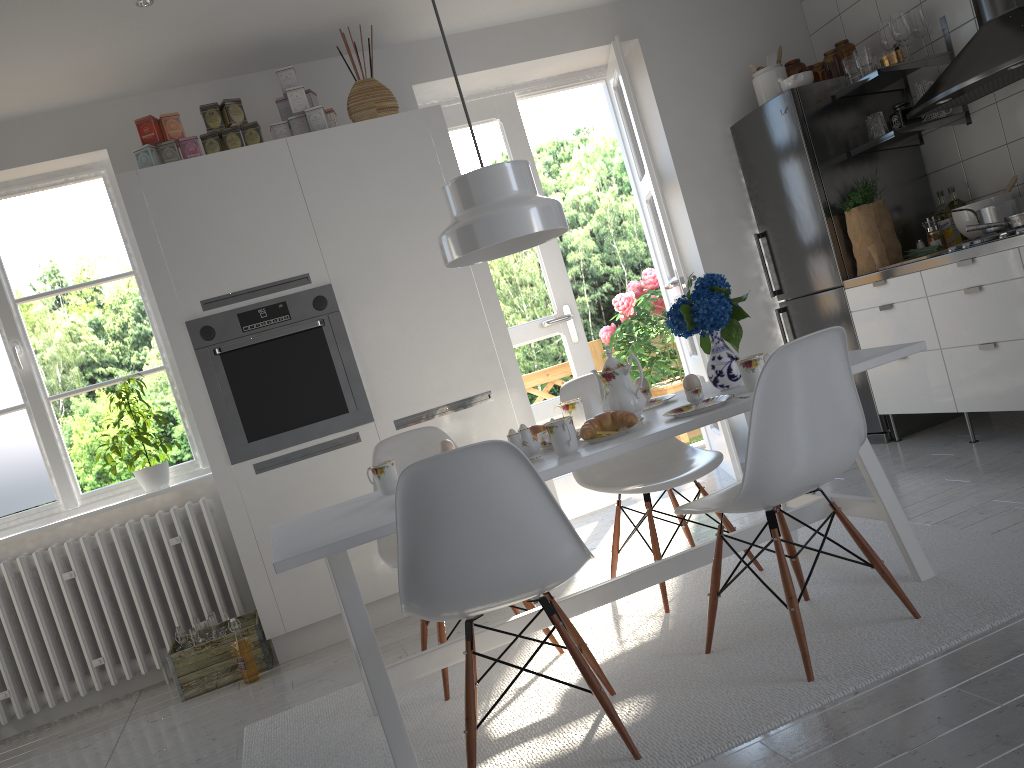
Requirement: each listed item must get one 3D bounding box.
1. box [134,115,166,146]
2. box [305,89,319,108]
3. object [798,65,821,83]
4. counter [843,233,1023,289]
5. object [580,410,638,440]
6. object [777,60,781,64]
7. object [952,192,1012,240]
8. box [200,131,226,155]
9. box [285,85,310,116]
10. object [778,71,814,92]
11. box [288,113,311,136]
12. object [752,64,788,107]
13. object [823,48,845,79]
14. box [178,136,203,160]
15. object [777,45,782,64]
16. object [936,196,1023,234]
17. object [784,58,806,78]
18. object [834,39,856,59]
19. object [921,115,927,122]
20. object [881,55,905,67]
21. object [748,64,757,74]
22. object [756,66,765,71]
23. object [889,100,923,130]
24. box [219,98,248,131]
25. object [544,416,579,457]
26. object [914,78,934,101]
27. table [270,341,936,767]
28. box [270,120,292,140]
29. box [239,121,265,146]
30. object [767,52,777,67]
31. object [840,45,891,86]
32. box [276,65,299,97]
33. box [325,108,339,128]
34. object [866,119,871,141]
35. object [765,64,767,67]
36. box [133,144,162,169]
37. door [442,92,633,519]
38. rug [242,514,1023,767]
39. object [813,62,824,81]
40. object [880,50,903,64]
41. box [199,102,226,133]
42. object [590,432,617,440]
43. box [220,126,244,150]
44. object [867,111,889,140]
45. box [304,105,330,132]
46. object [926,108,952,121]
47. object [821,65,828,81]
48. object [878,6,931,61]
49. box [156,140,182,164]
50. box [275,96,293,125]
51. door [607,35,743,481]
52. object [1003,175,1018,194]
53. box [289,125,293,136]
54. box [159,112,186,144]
[{"bbox_3d":[-1.490,-1.037,3.655,0.081,0.111,0.081,-17,3,4],"label":"box"},{"bbox_3d":[-0.894,-1.223,3.897,0.081,0.111,0.080,-16,3,9],"label":"box"},{"bbox_3d":[1.569,-1.587,4.668,0.113,0.154,0.112,-16,3,13],"label":"object"},{"bbox_3d":[2.361,-0.659,2.870,0.648,0.045,3.243,-17,2,-16],"label":"counter"},{"bbox_3d":[0.260,0.108,2.434,0.161,0.058,0.124,-17,2,-1],"label":"object"},{"bbox_3d":[1.418,-1.596,4.676,0.051,0.247,0.114,-14,5,39],"label":"object"},{"bbox_3d":[2.165,-0.751,4.055,0.248,0.175,0.245,-16,3,25],"label":"object"},{"bbox_3d":[-1.252,-0.995,3.732,0.081,0.111,0.081,-17,3,-1],"label":"box"},{"bbox_3d":[-0.920,-1.213,3.813,0.081,0.111,0.081,-17,3,-11],"label":"box"},{"bbox_3d":[1.443,-1.520,4.461,0.172,0.110,0.159,-18,3,-21],"label":"object"},{"bbox_3d":[-0.911,-1.101,3.840,0.081,0.111,0.081,-17,3,-1],"label":"box"},{"bbox_3d":[1.380,-1.560,4.692,0.173,0.208,0.174,-18,3,-20],"label":"object"},{"bbox_3d":[1.622,-1.597,4.456,0.093,0.154,0.093,-16,3,7],"label":"object"},{"bbox_3d":[-1.341,-0.967,3.710,0.080,0.111,0.081,-18,3,-21],"label":"box"},{"bbox_3d":[1.411,-1.617,4.666,0.056,0.296,0.131,-19,4,-36],"label":"object"},{"bbox_3d":[2.057,-0.731,3.859,0.349,0.154,0.199,-16,3,24],"label":"object"},{"bbox_3d":[1.546,-1.626,4.792,0.118,0.237,0.117,-16,3,10],"label":"object"},{"bbox_3d":[1.702,-1.644,4.511,0.097,0.195,0.097,-18,4,-16],"label":"object"},{"bbox_3d":[1.987,-1.294,4.272,0.082,0.100,0.109,-18,3,-26],"label":"object"},{"bbox_3d":[1.773,-1.489,4.121,0.100,0.036,0.099,-17,2,4],"label":"object"},{"bbox_3d":[1.334,-1.579,4.720,0.148,0.263,0.054,-20,5,-40],"label":"object"},{"bbox_3d":[1.359,-1.582,4.720,0.061,0.252,0.117,-16,4,14],"label":"object"},{"bbox_3d":[1.838,-1.258,4.151,0.100,0.123,0.100,-17,3,-6],"label":"object"},{"bbox_3d":[-1.174,-1.133,3.732,0.080,0.111,0.081,-19,4,-35],"label":"box"},{"bbox_3d":[0.132,0.140,2.310,0.078,0.095,0.090,-16,3,21],"label":"object"},{"bbox_3d":[1.969,-1.392,4.217,0.083,0.100,0.108,-16,3,19],"label":"object"},{"bbox_3d":[0.291,0.477,2.627,1.820,0.662,0.815,-17,3,-15],"label":"table"},{"bbox_3d":[-0.999,-1.075,3.856,0.080,0.111,0.081,-18,3,-16],"label":"box"},{"bbox_3d":[-1.097,-1.043,3.761,0.081,0.111,0.081,-17,3,-6],"label":"box"},{"bbox_3d":[1.376,-1.606,4.693,0.140,0.290,0.065,-20,5,-42],"label":"object"},{"bbox_3d":[1.700,-1.524,4.248,0.227,0.135,0.190,-18,3,-25],"label":"object"},{"bbox_3d":[-0.972,-1.313,3.859,0.081,0.111,0.081,-17,3,-6],"label":"box"},{"bbox_3d":[-0.800,-1.136,3.884,0.081,0.111,0.081,-17,3,-1],"label":"box"},{"bbox_3d":[1.773,-1.242,4.321,0.086,0.120,0.086,-17,3,-5],"label":"object"},{"bbox_3d":[1.406,-1.594,4.708,0.033,0.250,0.118,-18,4,-16],"label":"object"},{"bbox_3d":[-1.495,-0.919,3.656,0.081,0.111,0.080,-16,3,14],"label":"box"},{"bbox_3d":[0.065,-0.395,4.856,0.600,2.332,0.156,-18,4,-15],"label":"door"},{"bbox_3d":[0.345,0.807,2.638,2.302,0.004,1.428,-17,2,-15],"label":"rug"},{"bbox_3d":[1.676,-1.640,4.809,0.113,0.187,0.112,-16,3,14],"label":"object"},{"bbox_3d":[1.766,-1.510,4.122,0.100,0.048,0.100,-16,2,8],"label":"object"},{"bbox_3d":[-1.254,-1.108,3.717,0.080,0.111,0.081,-18,3,-16],"label":"box"},{"bbox_3d":[0.253,0.133,2.386,0.070,0.036,0.109,-17,2,-8],"label":"object"},{"bbox_3d":[-1.177,-1.018,3.743,0.080,0.111,0.081,-18,3,-16],"label":"box"},{"bbox_3d":[1.744,-1.230,4.226,0.086,0.120,0.086,-18,3,-19],"label":"object"},{"bbox_3d":[-0.831,-1.124,3.802,0.081,0.111,0.081,-17,3,-1],"label":"box"},{"bbox_3d":[2.009,-1.299,4.192,0.082,0.100,0.109,-18,3,-26],"label":"object"},{"bbox_3d":[1.661,-1.599,4.605,0.093,0.127,0.093,-16,3,6],"label":"object"},{"bbox_3d":[1.880,-1.635,4.229,0.205,0.245,0.193,-18,3,-17],"label":"object"},{"bbox_3d":[-1.418,-0.944,3.685,0.081,0.111,0.081,-17,3,-11],"label":"box"},{"bbox_3d":[-0.983,-1.196,3.893,0.081,0.111,0.081,-17,3,-6],"label":"box"},{"bbox_3d":[0.863,-0.633,4.788,0.157,2.332,0.600,-16,4,4],"label":"door"},{"bbox_3d":[2.193,-0.799,4.014,0.222,0.233,0.080,-15,4,35],"label":"object"},{"bbox_3d":[-0.968,-1.087,3.950,0.081,0.111,0.080,-14,4,39],"label":"box"},{"bbox_3d":[-1.415,-1.060,3.693,0.080,0.111,0.081,-18,3,-25],"label":"box"}]
